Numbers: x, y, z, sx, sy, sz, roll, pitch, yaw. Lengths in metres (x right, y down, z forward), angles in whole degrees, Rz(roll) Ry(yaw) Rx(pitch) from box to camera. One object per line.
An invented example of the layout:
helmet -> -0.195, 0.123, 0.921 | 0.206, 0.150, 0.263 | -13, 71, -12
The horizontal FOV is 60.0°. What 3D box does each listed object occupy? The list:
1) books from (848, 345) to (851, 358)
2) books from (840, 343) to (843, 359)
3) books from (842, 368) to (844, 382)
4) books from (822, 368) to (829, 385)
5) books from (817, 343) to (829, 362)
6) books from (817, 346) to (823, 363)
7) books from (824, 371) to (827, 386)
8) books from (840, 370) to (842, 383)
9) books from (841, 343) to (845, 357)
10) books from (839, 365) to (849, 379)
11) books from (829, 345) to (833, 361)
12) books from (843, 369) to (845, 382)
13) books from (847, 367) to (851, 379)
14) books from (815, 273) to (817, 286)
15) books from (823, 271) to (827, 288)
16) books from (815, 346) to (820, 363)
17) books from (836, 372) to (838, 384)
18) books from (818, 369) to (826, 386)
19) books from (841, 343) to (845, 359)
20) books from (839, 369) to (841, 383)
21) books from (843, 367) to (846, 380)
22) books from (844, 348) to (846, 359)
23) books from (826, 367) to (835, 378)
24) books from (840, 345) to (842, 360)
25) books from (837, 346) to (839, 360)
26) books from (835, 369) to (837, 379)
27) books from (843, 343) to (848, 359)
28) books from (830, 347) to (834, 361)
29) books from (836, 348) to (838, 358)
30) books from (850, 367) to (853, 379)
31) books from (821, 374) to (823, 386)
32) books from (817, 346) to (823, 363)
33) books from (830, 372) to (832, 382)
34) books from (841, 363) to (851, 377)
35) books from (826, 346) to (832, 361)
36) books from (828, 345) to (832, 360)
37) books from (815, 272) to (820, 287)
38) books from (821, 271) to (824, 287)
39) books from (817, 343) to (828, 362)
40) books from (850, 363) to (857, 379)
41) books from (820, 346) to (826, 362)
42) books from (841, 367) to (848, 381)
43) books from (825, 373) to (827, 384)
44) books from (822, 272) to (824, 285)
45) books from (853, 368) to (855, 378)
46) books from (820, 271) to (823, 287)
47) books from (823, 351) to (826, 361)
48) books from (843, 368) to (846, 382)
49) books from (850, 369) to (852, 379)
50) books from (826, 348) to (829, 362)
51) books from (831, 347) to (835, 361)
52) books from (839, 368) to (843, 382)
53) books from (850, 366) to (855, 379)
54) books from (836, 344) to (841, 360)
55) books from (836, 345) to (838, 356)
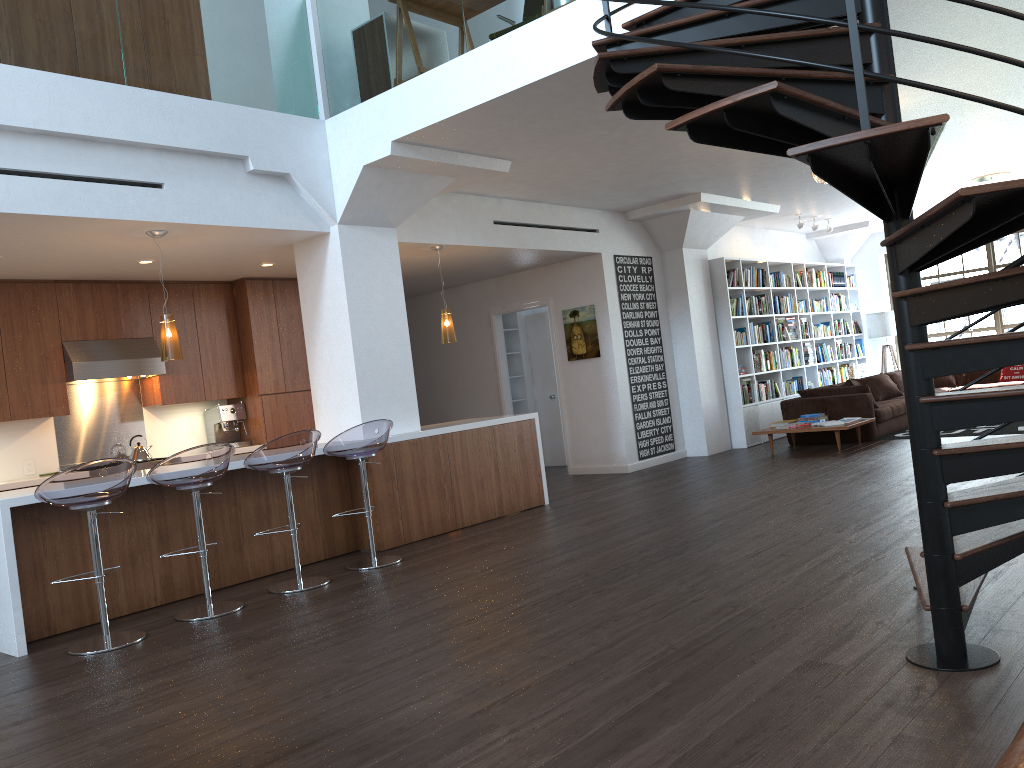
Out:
books -> 5.292, -0.504, 14.097 | 0.161, 0.221, 0.035 | -7, 0, 41
books -> 5.067, -0.499, 13.860 | 0.183, 0.253, 0.039 | -7, 0, 41
books -> 5.067, -0.120, 13.796 | 0.183, 0.253, 0.037 | -7, 0, 41
books -> 4.651, -0.088, 13.324 | 0.176, 0.290, 0.053 | -7, 0, 41
books -> 4.670, -0.471, 13.404 | 0.176, 0.293, 0.125 | -7, 0, 41
books -> 4.534, -0.436, 13.243 | 0.182, 0.255, 0.077 | -7, 0, 41
books -> 4.615, -0.063, 13.271 | 0.160, 0.250, 0.026 | -7, 0, 41
books -> 5.014, -0.102, 13.746 | 0.168, 0.231, 0.040 | -7, 0, 41
books -> 5.137, -0.508, 13.938 | 0.160, 0.251, 0.036 | -7, 0, 41
books -> 5.186, -0.150, 13.960 | 0.198, 0.284, 0.066 | -7, 0, 41
books -> 4.795, -0.464, 13.542 | 0.159, 0.248, 0.089 | -7, 0, 41
books -> 5.087, -0.122, 13.825 | 0.183, 0.253, 0.036 | -7, 0, 41
books -> 5.238, -0.138, 13.998 | 0.189, 0.247, 0.057 | -7, 0, 42
books -> 4.508, -1.556, 13.404 | 0.174, 0.240, 0.045 | -7, 0, 41
books -> 4.724, -1.589, 13.615 | 0.183, 0.253, 0.034 | -7, 0, 41
books -> 4.444, -0.426, 13.133 | 0.182, 0.255, 0.077 | -7, 0, 41
books -> 4.912, -0.085, 13.615 | 0.161, 0.223, 0.027 | -7, 0, 41
books -> 4.573, -0.075, 13.246 | 0.198, 0.284, 0.066 | -7, 0, 41
books -> 5.115, -0.503, 13.909 | 0.171, 0.246, 0.036 | -7, 0, 41
books -> 4.984, -0.106, 13.704 | 0.171, 0.246, 0.061 | -7, 0, 41
books -> 5.140, -0.127, 13.883 | 0.160, 0.250, 0.027 | -7, 0, 41
books -> 5.155, -0.500, 13.978 | 0.168, 0.231, 0.045 | -7, 0, 41
books -> 4.828, -0.109, 13.530 | 0.176, 0.290, 0.036 | -7, 0, 41
books -> 5.057, -0.484, 13.824 | 0.161, 0.223, 0.030 | -7, 0, 41
books -> 4.980, -0.475, 13.744 | 0.161, 0.223, 0.030 | -7, 0, 41
books -> 4.894, -0.097, 13.595 | 0.160, 0.250, 0.026 | -7, 0, 41
books -> 5.194, -0.516, 13.998 | 0.183, 0.253, 0.042 | -7, 0, 41
books -> 4.823, -0.454, 13.560 | 0.161, 0.222, 0.084 | -7, 0, 41
books -> 4.919, -0.498, 13.706 | 0.198, 0.284, 0.046 | -7, 0, 41
books -> 5.328, -0.145, 14.105 | 0.159, 0.241, 0.038 | -7, 0, 41
books -> 4.530, -0.039, 13.176 | 0.161, 0.223, 0.026 | -7, 0, 41
books -> 4.513, -0.428, 13.209 | 0.174, 0.243, 0.085 | -7, 0, 41
books -> 4.765, -0.068, 13.444 | 0.161, 0.223, 0.027 | -7, 0, 41
books -> 5.282, -0.168, 14.024 | 0.140, 0.298, 0.044 | -7, 0, 41
books -> 4.735, -0.455, 13.466 | 0.174, 0.242, 0.105 | -7, 0, 41
books -> 4.767, -0.462, 13.509 | 0.170, 0.251, 0.118 | -7, 0, 41
books -> 4.558, -1.565, 13.427 | 0.171, 0.246, 0.057 | -7, 0, 41
books -> 4.654, -1.580, 13.540 | 0.183, 0.253, 0.034 | -7, 0, 41
books -> 4.626, -0.465, 13.360 | 0.197, 0.290, 0.136 | -7, 0, 41
books -> 5.411, -0.180, 14.202 | 0.176, 0.290, 0.053 | -7, 0, 41
books -> 4.573, -0.439, 13.271 | 0.182, 0.253, 0.098 | -7, 0, 41
books -> 5.162, -0.132, 13.905 | 0.183, 0.253, 0.037 | -7, 0, 41
books -> 4.636, -0.052, 13.288 | 0.161, 0.223, 0.026 | -7, 0, 41
books -> 4.674, -1.576, 13.574 | 0.174, 0.240, 0.045 | -7, 0, 41
books -> 5.390, -0.144, 14.170 | 0.161, 0.223, 0.027 | -7, 0, 41
books -> 4.635, -1.578, 13.513 | 0.183, 0.253, 0.034 | -7, 0, 41
books -> 4.613, -0.429, 13.325 | 0.161, 0.222, 0.083 | -7, 0, 41
books -> 5.109, -0.118, 13.861 | 0.174, 0.240, 0.048 | -7, 0, 41
books -> 5.313, -0.126, 14.062 | 0.144, 0.207, 0.048 | -7, 0, 41
books -> 4.709, -0.440, 13.443 | 0.161, 0.222, 0.084 | -7, 0, 41
books -> 4.844, -0.455, 13.587 | 0.161, 0.218, 0.101 | -7, 0, 41
books -> 5.040, -0.117, 13.772 | 0.183, 0.253, 0.036 | -7, 0, 41
books -> 5.361, -0.152, 14.138 | 0.171, 0.246, 0.057 | -7, 0, 41
books -> 5.006, -0.493, 13.774 | 0.174, 0.251, 0.051 | -7, 0, 41
books -> 4.953, -0.485, 13.729 | 0.160, 0.251, 0.029 | -7, 0, 41
